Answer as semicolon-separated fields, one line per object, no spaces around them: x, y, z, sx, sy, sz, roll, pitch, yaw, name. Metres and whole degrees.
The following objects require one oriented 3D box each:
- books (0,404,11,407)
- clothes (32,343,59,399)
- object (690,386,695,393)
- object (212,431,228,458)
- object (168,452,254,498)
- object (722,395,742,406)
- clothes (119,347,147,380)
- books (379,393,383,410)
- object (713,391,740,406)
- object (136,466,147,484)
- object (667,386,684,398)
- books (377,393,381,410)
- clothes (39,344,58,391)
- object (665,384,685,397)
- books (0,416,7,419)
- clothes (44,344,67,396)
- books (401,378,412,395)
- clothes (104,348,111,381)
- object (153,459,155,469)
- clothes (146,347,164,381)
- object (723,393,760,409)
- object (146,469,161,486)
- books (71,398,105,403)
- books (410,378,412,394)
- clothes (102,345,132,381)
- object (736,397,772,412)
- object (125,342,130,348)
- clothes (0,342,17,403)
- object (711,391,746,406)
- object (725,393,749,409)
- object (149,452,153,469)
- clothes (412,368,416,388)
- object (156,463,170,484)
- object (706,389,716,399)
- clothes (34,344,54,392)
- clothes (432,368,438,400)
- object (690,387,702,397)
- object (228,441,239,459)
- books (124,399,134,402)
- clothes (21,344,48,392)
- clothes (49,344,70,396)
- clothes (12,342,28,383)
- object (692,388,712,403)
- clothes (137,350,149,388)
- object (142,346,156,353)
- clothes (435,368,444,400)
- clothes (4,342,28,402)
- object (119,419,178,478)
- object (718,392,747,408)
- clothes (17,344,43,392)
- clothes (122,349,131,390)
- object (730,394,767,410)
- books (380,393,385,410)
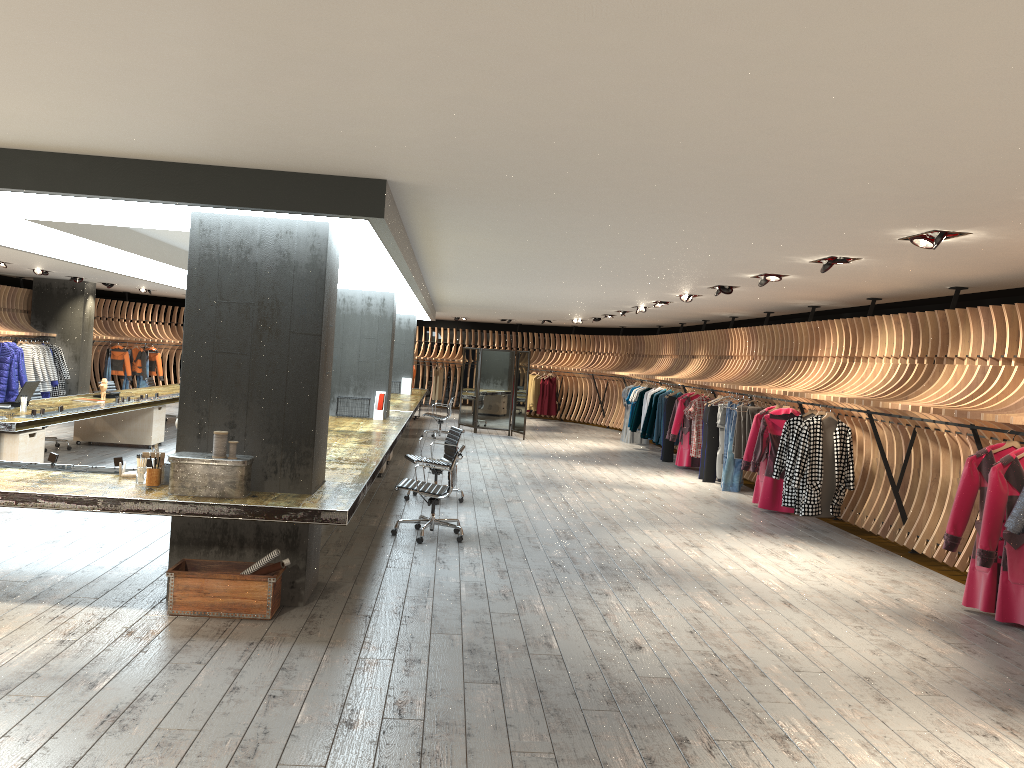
-5.852;0.248;10.160;0.186;0.027;0.112;3;2;-19;books
-10.281;-0.277;19.266;0.885;1.238;0.246;4;1;-7;clothes
3.190;0.174;15.661;0.525;0.270;0.012;4;1;-4;object
-1.844;0.398;5.664;0.088;0.204;0.263;4;1;-5;object
-1.908;0.575;5.625;0.497;0.239;0.303;4;1;-3;object
3.345;0.237;13.421;0.549;0.243;0.023;3;1;-42;object
-9.833;-0.545;23.143;0.839;0.881;0.201;4;1;16;clothes
-1.842;0.308;12.426;0.048;0.368;0.215;4;1;-4;books
3.339;0.238;13.529;0.549;0.250;0.023;4;1;-2;object
-2.431;0.594;5.815;0.061;0.111;0.061;4;1;-15;object
3.137;0.148;16.446;0.525;0.270;0.012;4;1;1;object
-1.864;0.307;12.425;0.048;0.368;0.215;4;1;-4;books
-10.134;-0.330;19.069;0.752;1.062;0.128;4;1;-6;clothes
3.135;0.143;16.627;0.525;0.270;0.012;5;1;21;object
-5.220;0.336;8.974;0.155;0.025;0.110;4;2;-9;books
-10.146;-0.287;19.434;0.807;1.187;0.192;4;1;-3;clothes
-2.375;0.052;19.903;0.215;0.368;0.073;4;1;-4;books
-10.162;-0.192;22.323;0.200;1.421;0.309;4;1;-27;clothes
-2.331;0.567;5.773;0.018;0.158;0.011;4;1;13;object
-9.633;-0.549;23.683;0.840;0.881;0.200;5;1;26;clothes
3.389;0.261;13.038;0.548;0.256;0.023;5;1;22;object
-2.323;0.599;5.744;0.084;0.111;0.083;4;1;-17;object
-5.693;0.222;11.903;0.366;0.026;0.213;4;2;6;books
-2.380;0.050;19.973;0.215;0.368;0.047;4;1;-4;books
-10.078;-0.549;22.634;0.839;0.881;0.201;4;1;11;clothes
3.437;0.280;12.525;0.547;0.262;0.023;4;1;-2;object
-9.925;-0.963;22.885;0.023;0.243;0.549;4;2;-8;object
-10.272;-0.219;17.560;0.880;1.260;0.242;4;1;-7;clothes
3.332;0.230;13.625;0.549;0.243;0.023;5;1;33;object
3.362;0.249;13.157;0.549;0.243;0.023;3;1;-32;object
-2.323;0.545;5.729;0.054;0.207;0.008;4;1;-21;object
-3.114;-0.199;27.155;0.200;0.881;0.840;4;1;-24;clothes
-2.313;0.593;5.864;0.108;0.128;0.108;4;1;11;object
3.259;0.218;14.556;0.524;0.286;0.015;3;1;-19;object
-10.122;-0.324;18.891;0.752;1.062;0.128;4;1;-6;clothes
-2.326;-0.015;27.050;0.096;0.988;0.465;4;1;8;clothes
3.229;0.184;15.417;0.525;0.270;0.012;4;1;6;object
-1.752;0.414;5.567;0.062;0.109;0.062;3;1;-34;object
-5.351;0.226;12.347;0.155;0.025;0.110;4;2;-9;books
-10.104;-0.315;18.629;0.752;1.062;0.128;4;1;-6;clothes
-10.168;-0.294;19.621;0.799;1.185;0.192;4;1;-3;clothes
-10.215;-0.231;17.885;0.885;1.238;0.246;4;1;-7;clothes
3.251;0.204;14.769;0.525;0.270;0.012;4;1;-4;object
-9.760;-0.197;23.442;0.308;1.421;0.200;3;1;-32;clothes
-9.701;-0.964;23.435;0.549;0.243;0.023;3;1;-27;object
-2.207;-0.006;27.031;0.096;0.988;0.465;4;1;13;clothes
-10.124;-0.221;17.712;0.883;1.246;0.249;4;1;-7;clothes
-2.433;0.436;6.050;0.431;0.429;0.195;4;1;-8;object
3.361;0.244;13.264;0.549;0.243;0.023;4;1;3;object
-10.088;-0.307;18.394;0.752;1.062;0.128;4;1;-6;clothes
-9.978;-0.196;22.888;0.200;1.421;0.309;4;1;-12;clothes
3.395;0.262;12.714;0.549;0.243;0.023;4;1;-2;object
-1.820;0.310;12.428;0.048;0.368;0.215;4;1;-4;books
